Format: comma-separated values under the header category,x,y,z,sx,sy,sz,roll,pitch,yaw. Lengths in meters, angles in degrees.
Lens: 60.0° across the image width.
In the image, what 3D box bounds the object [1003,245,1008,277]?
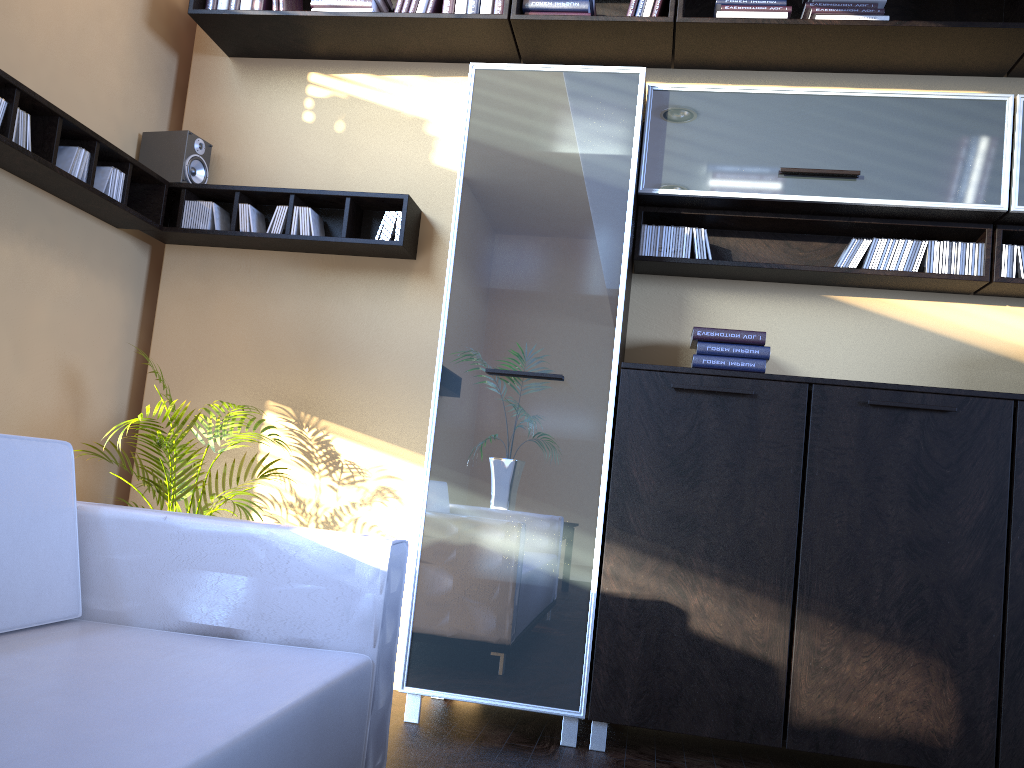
category,x,y,z,sx,sy,sz,roll,pitch,yaw
object,1.788,-0.433,3.260,0.009,0.120,0.142,5,-6,9

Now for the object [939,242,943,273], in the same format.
category,x,y,z,sx,sy,sz,roll,pitch,yaw
object,1.572,-0.451,3.295,0.006,0.118,0.140,5,-6,9

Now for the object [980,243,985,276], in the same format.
category,x,y,z,sx,sy,sz,roll,pitch,yaw
object,1.710,-0.440,3.270,0.009,0.120,0.142,5,-6,9

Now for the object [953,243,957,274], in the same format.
category,x,y,z,sx,sy,sz,roll,pitch,yaw
object,1.622,-0.446,3.294,0.009,0.120,0.142,5,-6,9

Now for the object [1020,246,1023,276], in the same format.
category,x,y,z,sx,sy,sz,roll,pitch,yaw
object,1.848,-0.427,3.250,0.030,0.119,0.142,5,-6,10

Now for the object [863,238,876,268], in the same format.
category,x,y,z,sx,sy,sz,roll,pitch,yaw
object,1.327,-0.472,3.335,0.040,0.118,0.142,5,-6,9

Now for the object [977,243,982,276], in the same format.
category,x,y,z,sx,sy,sz,roll,pitch,yaw
object,1.700,-0.441,3.270,0.009,0.120,0.142,5,-6,10

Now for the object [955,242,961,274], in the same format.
category,x,y,z,sx,sy,sz,roll,pitch,yaw
object,1.631,-0.446,3.283,0.009,0.120,0.142,5,-6,9

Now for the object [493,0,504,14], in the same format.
category,x,y,z,sx,sy,sz,roll,pitch,yaw
object,-0.028,-1.534,3.584,0.050,0.258,0.208,5,-6,9

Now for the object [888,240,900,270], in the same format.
category,x,y,z,sx,sy,sz,roll,pitch,yaw
object,1.417,-0.464,3.324,0.040,0.118,0.142,5,-6,9

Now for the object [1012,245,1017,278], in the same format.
category,x,y,z,sx,sy,sz,roll,pitch,yaw
object,1.818,-0.430,3.256,0.009,0.120,0.142,5,-6,9

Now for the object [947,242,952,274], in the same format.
category,x,y,z,sx,sy,sz,roll,pitch,yaw
object,1.602,-0.448,3.293,0.009,0.120,0.142,5,-6,9

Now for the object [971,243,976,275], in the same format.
category,x,y,z,sx,sy,sz,roll,pitch,yaw
object,1.680,-0.442,3.276,0.009,0.120,0.142,5,-6,10

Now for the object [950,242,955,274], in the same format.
category,x,y,z,sx,sy,sz,roll,pitch,yaw
object,1.610,-0.448,3.285,0.009,0.120,0.142,5,-6,10

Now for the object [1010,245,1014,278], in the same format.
category,x,y,z,sx,sy,sz,roll,pitch,yaw
object,1.808,-0.431,3.258,0.009,0.120,0.142,5,-6,10

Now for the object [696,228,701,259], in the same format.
category,x,y,z,sx,sy,sz,roll,pitch,yaw
object,0.718,-0.524,3.436,0.030,0.119,0.142,5,-6,9

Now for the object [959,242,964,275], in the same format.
category,x,y,z,sx,sy,sz,roll,pitch,yaw
object,1.641,-0.445,3.284,0.009,0.120,0.142,5,-6,9

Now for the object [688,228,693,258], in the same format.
category,x,y,z,sx,sy,sz,roll,pitch,yaw
object,0.688,-0.526,3.443,0.009,0.120,0.142,5,-6,9

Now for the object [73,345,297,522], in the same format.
category,x,y,z,sx,sy,sz,roll,pitch,yaw
object,-1.187,0.499,3.261,0.689,1.237,0.843,1,-8,43

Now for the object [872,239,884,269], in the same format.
category,x,y,z,sx,sy,sz,roll,pitch,yaw
object,1.358,-0.469,3.330,0.036,0.115,0.140,5,-6,9

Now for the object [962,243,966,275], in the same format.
category,x,y,z,sx,sy,sz,roll,pitch,yaw
object,1.651,-0.444,3.287,0.009,0.120,0.142,5,-6,9

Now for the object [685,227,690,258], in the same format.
category,x,y,z,sx,sy,sz,roll,pitch,yaw
object,0.678,-0.528,3.441,0.009,0.120,0.142,5,-6,9

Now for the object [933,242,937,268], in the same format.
category,x,y,z,sx,sy,sz,roll,pitch,yaw
object,1.552,-0.453,3.301,0.009,0.120,0.142,5,-6,10

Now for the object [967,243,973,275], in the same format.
category,x,y,z,sx,sy,sz,roll,pitch,yaw
object,1.670,-0.443,3.277,0.009,0.120,0.142,5,-6,9

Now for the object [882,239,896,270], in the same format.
category,x,y,z,sx,sy,sz,roll,pitch,yaw
object,1.397,-0.466,3.325,0.040,0.118,0.142,5,-6,10

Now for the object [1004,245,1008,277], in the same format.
category,x,y,z,sx,sy,sz,roll,pitch,yaw
object,1.788,-0.433,3.258,0.006,0.118,0.140,5,-6,9

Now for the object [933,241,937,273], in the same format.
category,x,y,z,sx,sy,sz,roll,pitch,yaw
object,1.552,-0.453,3.298,0.006,0.118,0.140,5,-6,10

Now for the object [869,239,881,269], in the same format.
category,x,y,z,sx,sy,sz,roll,pitch,yaw
object,1.348,-0.470,3.335,0.036,0.115,0.140,5,-6,9

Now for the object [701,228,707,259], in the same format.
category,x,y,z,sx,sy,sz,roll,pitch,yaw
object,0.738,-0.522,3.429,0.030,0.119,0.142,5,-6,9

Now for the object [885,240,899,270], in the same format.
category,x,y,z,sx,sy,sz,roll,pitch,yaw
object,1.407,-0.465,3.326,0.040,0.118,0.142,5,-6,10

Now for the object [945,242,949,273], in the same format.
category,x,y,z,sx,sy,sz,roll,pitch,yaw
object,1.591,-0.450,3.289,0.006,0.118,0.140,5,-6,9

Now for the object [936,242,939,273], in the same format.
category,x,y,z,sx,sy,sz,roll,pitch,yaw
object,1.563,-0.451,3.301,0.006,0.118,0.140,5,-6,10

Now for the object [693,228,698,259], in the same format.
category,x,y,z,sx,sy,sz,roll,pitch,yaw
object,0.709,-0.525,3.436,0.026,0.117,0.140,5,-6,10

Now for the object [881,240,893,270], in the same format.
category,x,y,z,sx,sy,sz,roll,pitch,yaw
object,1.388,-0.466,3.329,0.036,0.115,0.140,5,-6,9

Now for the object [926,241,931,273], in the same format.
category,x,y,z,sx,sy,sz,roll,pitch,yaw
object,1.532,-0.455,3.302,0.009,0.120,0.142,5,-6,9

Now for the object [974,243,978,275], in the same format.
category,x,y,z,sx,sy,sz,roll,pitch,yaw
object,1.691,-0.441,3.279,0.009,0.120,0.142,5,-6,9

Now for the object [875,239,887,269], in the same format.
category,x,y,z,sx,sy,sz,roll,pitch,yaw
object,1.368,-0.468,3.331,0.036,0.115,0.140,5,-6,10

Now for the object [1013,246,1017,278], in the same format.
category,x,y,z,sx,sy,sz,roll,pitch,yaw
object,1.818,-0.430,3.255,0.006,0.118,0.140,5,-6,9

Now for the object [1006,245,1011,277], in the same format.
category,x,y,z,sx,sy,sz,roll,pitch,yaw
object,1.797,-0.432,3.254,0.009,0.120,0.142,5,-6,10

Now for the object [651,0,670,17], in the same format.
category,x,y,z,sx,sy,sz,roll,pitch,yaw
object,0.586,-1.481,3.487,0.075,0.259,0.208,5,-6,9

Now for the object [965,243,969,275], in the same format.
category,x,y,z,sx,sy,sz,roll,pitch,yaw
object,1.662,-0.443,3.285,0.006,0.118,0.140,5,-6,9

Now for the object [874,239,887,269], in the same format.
category,x,y,z,sx,sy,sz,roll,pitch,yaw
object,1.368,-0.468,3.333,0.040,0.118,0.142,5,-6,10

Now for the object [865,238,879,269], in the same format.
category,x,y,z,sx,sy,sz,roll,pitch,yaw
object,1.337,-0.471,3.333,0.040,0.118,0.142,5,-6,10

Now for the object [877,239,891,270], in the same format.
category,x,y,z,sx,sy,sz,roll,pitch,yaw
object,1.377,-0.468,3.325,0.040,0.118,0.142,5,-6,9

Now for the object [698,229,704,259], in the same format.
category,x,y,z,sx,sy,sz,roll,pitch,yaw
object,0.729,-0.522,3.437,0.030,0.119,0.142,5,-6,9

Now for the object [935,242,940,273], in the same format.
category,x,y,z,sx,sy,sz,roll,pitch,yaw
object,1.563,-0.451,3.305,0.009,0.120,0.142,5,-6,10

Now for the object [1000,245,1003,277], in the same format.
category,x,y,z,sx,sy,sz,roll,pitch,yaw
object,1.778,-0.434,3.261,0.009,0.120,0.142,5,-6,9

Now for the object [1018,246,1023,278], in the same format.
category,x,y,z,sx,sy,sz,roll,pitch,yaw
object,1.839,-0.428,3.254,0.026,0.117,0.140,5,-6,10

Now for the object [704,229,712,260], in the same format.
category,x,y,z,sx,sy,sz,roll,pitch,yaw
object,0.753,-0.520,3.430,0.040,0.118,0.142,5,-6,9

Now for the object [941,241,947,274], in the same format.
category,x,y,z,sx,sy,sz,roll,pitch,yaw
object,1.581,-0.451,3.290,0.009,0.120,0.142,5,-6,9

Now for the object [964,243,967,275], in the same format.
category,x,y,z,sx,sy,sz,roll,pitch,yaw
object,1.662,-0.442,3.290,0.009,0.120,0.142,5,-6,9

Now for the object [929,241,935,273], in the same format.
category,x,y,z,sx,sy,sz,roll,pitch,yaw
object,1.541,-0.454,3.298,0.009,0.120,0.142,5,-6,9

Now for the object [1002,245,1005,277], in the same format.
category,x,y,z,sx,sy,sz,roll,pitch,yaw
object,1.777,-0.434,3.257,0.006,0.118,0.140,5,-6,9

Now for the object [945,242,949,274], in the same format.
category,x,y,z,sx,sy,sz,roll,pitch,yaw
object,1.591,-0.450,3.292,0.009,0.120,0.142,5,-6,9
